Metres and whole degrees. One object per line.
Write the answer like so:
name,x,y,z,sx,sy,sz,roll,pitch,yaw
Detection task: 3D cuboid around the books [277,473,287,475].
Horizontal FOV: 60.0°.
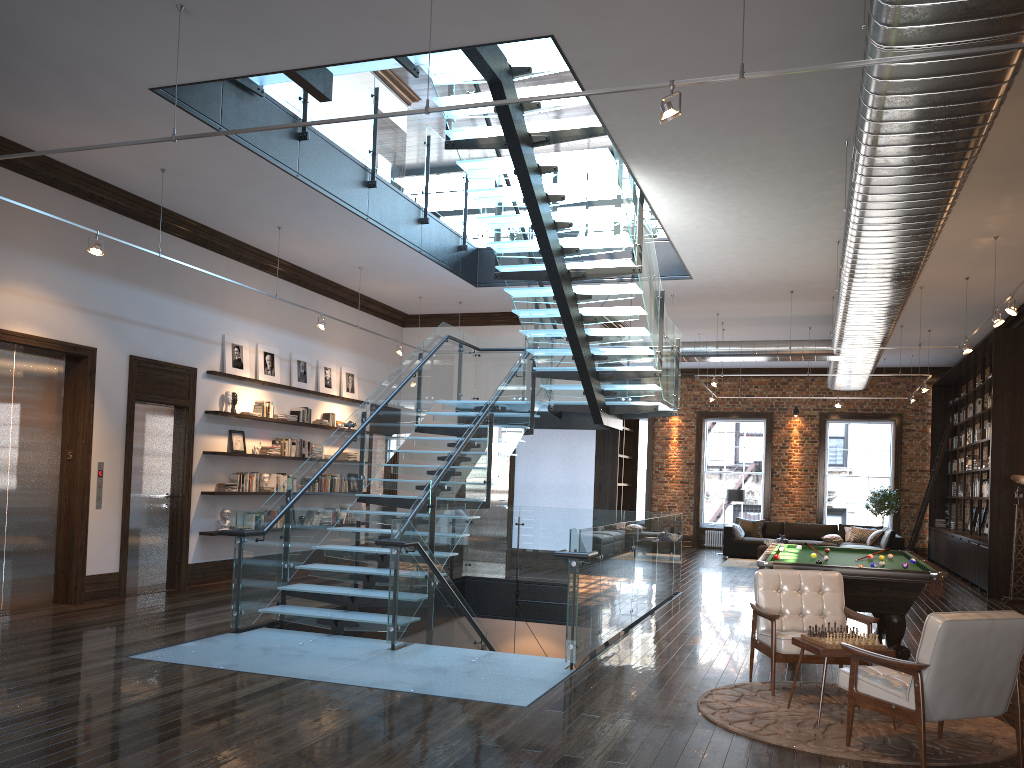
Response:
books,-3.262,1.393,12.541,0.157,0.265,0.011,1,-2,19

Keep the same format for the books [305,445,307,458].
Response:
books,-3.084,0.988,13.046,0.130,0.191,0.024,1,-2,19

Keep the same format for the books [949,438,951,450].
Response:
books,9.935,1.373,19.963,0.176,0.294,0.017,1,-2,19

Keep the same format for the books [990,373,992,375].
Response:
books,8.461,-0.192,15.455,0.188,0.017,0.277,0,-7,21

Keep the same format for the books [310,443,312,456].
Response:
books,-3.046,0.988,13.145,0.161,0.216,0.015,1,-2,19

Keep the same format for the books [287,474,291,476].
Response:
books,-3.214,1.426,12.753,0.123,0.248,0.010,1,-2,19

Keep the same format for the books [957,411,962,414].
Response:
books,9.699,0.747,19.145,0.167,0.337,0.016,1,-2,19

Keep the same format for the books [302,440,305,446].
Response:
books,-3.096,0.955,13.027,0.115,0.251,0.022,1,-2,19

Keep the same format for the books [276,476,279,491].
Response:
books,-3.324,1.393,12.349,0.154,0.218,0.030,1,-2,19

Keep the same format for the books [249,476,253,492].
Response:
books,-3.525,1.329,11.796,0.150,0.210,0.035,1,-2,19

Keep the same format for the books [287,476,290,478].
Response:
books,-3.210,1.437,12.739,0.142,0.224,0.012,1,-2,19

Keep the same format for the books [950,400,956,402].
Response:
books,9.930,0.391,19.828,0.230,0.015,0.314,0,-6,15

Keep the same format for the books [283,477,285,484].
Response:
books,-3.274,1.413,12.512,0.150,0.217,0.028,1,-2,19

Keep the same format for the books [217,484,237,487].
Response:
books,-3.664,1.302,11.388,0.143,0.027,0.220,-1,-7,24

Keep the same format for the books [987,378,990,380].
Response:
books,8.438,-0.087,15.459,0.227,0.015,0.277,0,-7,17

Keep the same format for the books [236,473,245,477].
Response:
books,-3.573,1.296,11.656,0.128,0.240,0.012,1,-2,19

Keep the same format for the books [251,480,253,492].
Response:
books,-3.518,1.357,11.827,0.134,0.161,0.030,1,-2,19

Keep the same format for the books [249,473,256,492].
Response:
books,-3.502,1.318,11.885,0.130,0.252,0.027,1,-2,19

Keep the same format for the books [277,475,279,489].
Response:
books,-3.319,1.390,12.400,0.133,0.235,0.022,1,-2,19

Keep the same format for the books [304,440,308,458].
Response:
books,-3.076,0.958,13.074,0.143,0.256,0.049,1,-2,19

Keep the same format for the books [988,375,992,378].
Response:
books,8.444,-0.125,15.458,0.216,0.020,0.235,0,-6,16

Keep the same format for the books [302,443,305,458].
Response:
books,-3.100,0.971,12.981,0.135,0.208,0.067,1,-2,19

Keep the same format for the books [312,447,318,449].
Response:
books,-2.999,0.960,13.310,0.141,0.010,0.287,0,-7,18

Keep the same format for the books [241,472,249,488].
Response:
books,-3.549,1.300,11.764,0.127,0.258,0.015,1,-2,19

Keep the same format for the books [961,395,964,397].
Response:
books,9.508,0.259,18.556,0.205,0.024,0.250,0,-7,23

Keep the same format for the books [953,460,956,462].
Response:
books,9.802,1.821,19.512,0.179,0.298,0.015,1,-2,19

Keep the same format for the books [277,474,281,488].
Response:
books,-3.304,1.384,12.413,0.147,0.252,0.012,1,-2,19

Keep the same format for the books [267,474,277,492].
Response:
books,-3.338,1.373,12.322,0.141,0.251,0.012,1,-2,19

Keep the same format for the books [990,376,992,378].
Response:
books,8.446,-0.111,15.457,0.206,0.008,0.335,0,-7,22

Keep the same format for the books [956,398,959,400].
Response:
books,9.623,0.322,18.931,0.229,0.033,0.274,0,-7,23

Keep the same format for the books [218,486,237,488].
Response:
books,-3.661,1.323,11.401,0.159,0.011,0.184,0,-7,19

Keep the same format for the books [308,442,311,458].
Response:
books,-3.053,0.972,13.103,0.169,0.237,0.021,1,-2,19

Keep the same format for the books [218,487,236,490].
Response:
books,-3.665,1.343,11.408,0.154,0.028,0.192,1,-6,14

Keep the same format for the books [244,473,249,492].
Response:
books,-3.545,1.303,11.713,0.138,0.242,0.015,1,-2,19

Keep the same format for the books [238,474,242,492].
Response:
books,-3.596,1.289,11.579,0.134,0.235,0.013,1,-2,19

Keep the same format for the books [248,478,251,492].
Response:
books,-3.533,1.341,11.772,0.142,0.179,0.013,1,-2,19

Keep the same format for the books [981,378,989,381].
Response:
books,8.680,-0.080,16.136,0.205,0.017,0.361,0,-7,16

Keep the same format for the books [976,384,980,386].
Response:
books,8.924,0.030,16.823,0.204,0.011,0.310,0,-7,19

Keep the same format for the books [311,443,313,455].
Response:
books,-3.031,0.988,13.154,0.156,0.217,0.013,1,-2,19

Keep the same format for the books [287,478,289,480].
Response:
books,-3.227,1.437,12.641,0.158,0.200,0.061,1,-2,19

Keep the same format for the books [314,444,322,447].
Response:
books,-2.936,1.021,13.452,0.142,0.224,0.012,1,-2,19

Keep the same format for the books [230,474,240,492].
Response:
books,-3.621,1.291,11.555,0.125,0.226,0.048,1,-2,19

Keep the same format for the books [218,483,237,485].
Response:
books,-3.661,1.283,11.408,0.135,0.014,0.216,0,-7,19

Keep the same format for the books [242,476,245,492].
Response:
books,-3.576,1.312,11.629,0.156,0.202,0.013,1,-2,19

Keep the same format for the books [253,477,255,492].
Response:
books,-3.508,1.342,11.856,0.127,0.197,0.031,1,-2,19

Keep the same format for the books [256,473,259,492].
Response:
books,-3.482,1.326,11.947,0.141,0.251,0.012,1,-2,19

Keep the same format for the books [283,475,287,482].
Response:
books,-3.259,1.407,12.528,0.170,0.234,0.012,1,-2,19

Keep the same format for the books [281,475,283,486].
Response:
books,-3.291,1.397,12.471,0.153,0.238,0.010,1,-2,19

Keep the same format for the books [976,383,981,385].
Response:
books,8.916,0.017,16.826,0.199,0.017,0.304,1,-6,14

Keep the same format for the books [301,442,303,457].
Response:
books,-3.121,0.959,12.934,0.152,0.220,0.014,1,-2,19

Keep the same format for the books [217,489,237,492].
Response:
books,-3.664,1.370,11.401,0.143,0.028,0.236,0,-7,19

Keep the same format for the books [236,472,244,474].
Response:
books,-3.582,1.292,11.671,0.114,0.251,0.011,1,-2,19
